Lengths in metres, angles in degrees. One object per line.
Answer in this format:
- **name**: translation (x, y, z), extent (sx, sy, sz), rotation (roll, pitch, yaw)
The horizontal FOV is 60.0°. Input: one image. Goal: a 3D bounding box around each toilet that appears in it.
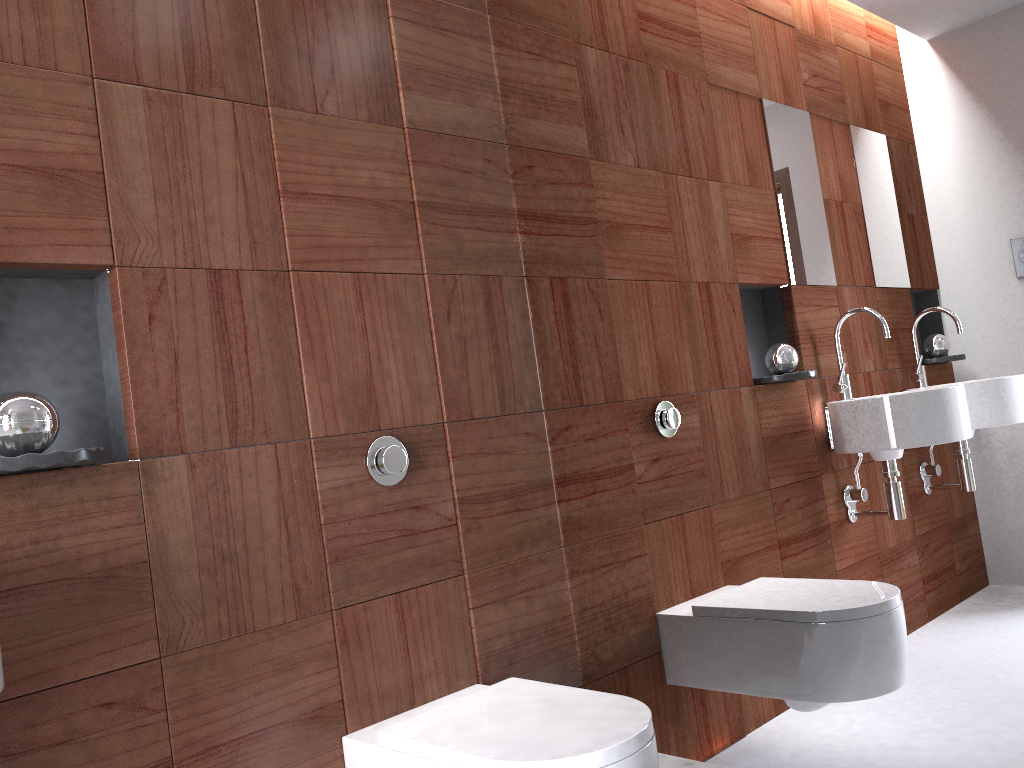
- **toilet**: translation (0.010, 0.707, 1.514), extent (0.329, 0.284, 0.547), rotation (-5, -4, -43)

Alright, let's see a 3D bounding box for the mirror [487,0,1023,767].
- **mirror**: translation (0.531, -0.303, 1.562), extent (0.019, 2.183, 1.433), rotation (-5, -4, -43)

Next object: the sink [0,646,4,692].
- **sink**: translation (-0.790, 0.267, 0.945), extent (0.415, 0.715, 0.417), rotation (-5, -4, -43)

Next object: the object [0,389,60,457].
- **object**: translation (-1.178, 0.099, 0.885), extent (1.350, 0.104, 0.104), rotation (-5, -4, -43)

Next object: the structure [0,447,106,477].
- **structure**: translation (-0.727, 0.120, 1.320), extent (0.222, 0.023, 0.220), rotation (-10, -4, 36)

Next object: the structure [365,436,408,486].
- **structure**: translation (-0.238, 0.150, 1.737), extent (0.098, 0.098, 0.034), rotation (-5, -4, -43)
